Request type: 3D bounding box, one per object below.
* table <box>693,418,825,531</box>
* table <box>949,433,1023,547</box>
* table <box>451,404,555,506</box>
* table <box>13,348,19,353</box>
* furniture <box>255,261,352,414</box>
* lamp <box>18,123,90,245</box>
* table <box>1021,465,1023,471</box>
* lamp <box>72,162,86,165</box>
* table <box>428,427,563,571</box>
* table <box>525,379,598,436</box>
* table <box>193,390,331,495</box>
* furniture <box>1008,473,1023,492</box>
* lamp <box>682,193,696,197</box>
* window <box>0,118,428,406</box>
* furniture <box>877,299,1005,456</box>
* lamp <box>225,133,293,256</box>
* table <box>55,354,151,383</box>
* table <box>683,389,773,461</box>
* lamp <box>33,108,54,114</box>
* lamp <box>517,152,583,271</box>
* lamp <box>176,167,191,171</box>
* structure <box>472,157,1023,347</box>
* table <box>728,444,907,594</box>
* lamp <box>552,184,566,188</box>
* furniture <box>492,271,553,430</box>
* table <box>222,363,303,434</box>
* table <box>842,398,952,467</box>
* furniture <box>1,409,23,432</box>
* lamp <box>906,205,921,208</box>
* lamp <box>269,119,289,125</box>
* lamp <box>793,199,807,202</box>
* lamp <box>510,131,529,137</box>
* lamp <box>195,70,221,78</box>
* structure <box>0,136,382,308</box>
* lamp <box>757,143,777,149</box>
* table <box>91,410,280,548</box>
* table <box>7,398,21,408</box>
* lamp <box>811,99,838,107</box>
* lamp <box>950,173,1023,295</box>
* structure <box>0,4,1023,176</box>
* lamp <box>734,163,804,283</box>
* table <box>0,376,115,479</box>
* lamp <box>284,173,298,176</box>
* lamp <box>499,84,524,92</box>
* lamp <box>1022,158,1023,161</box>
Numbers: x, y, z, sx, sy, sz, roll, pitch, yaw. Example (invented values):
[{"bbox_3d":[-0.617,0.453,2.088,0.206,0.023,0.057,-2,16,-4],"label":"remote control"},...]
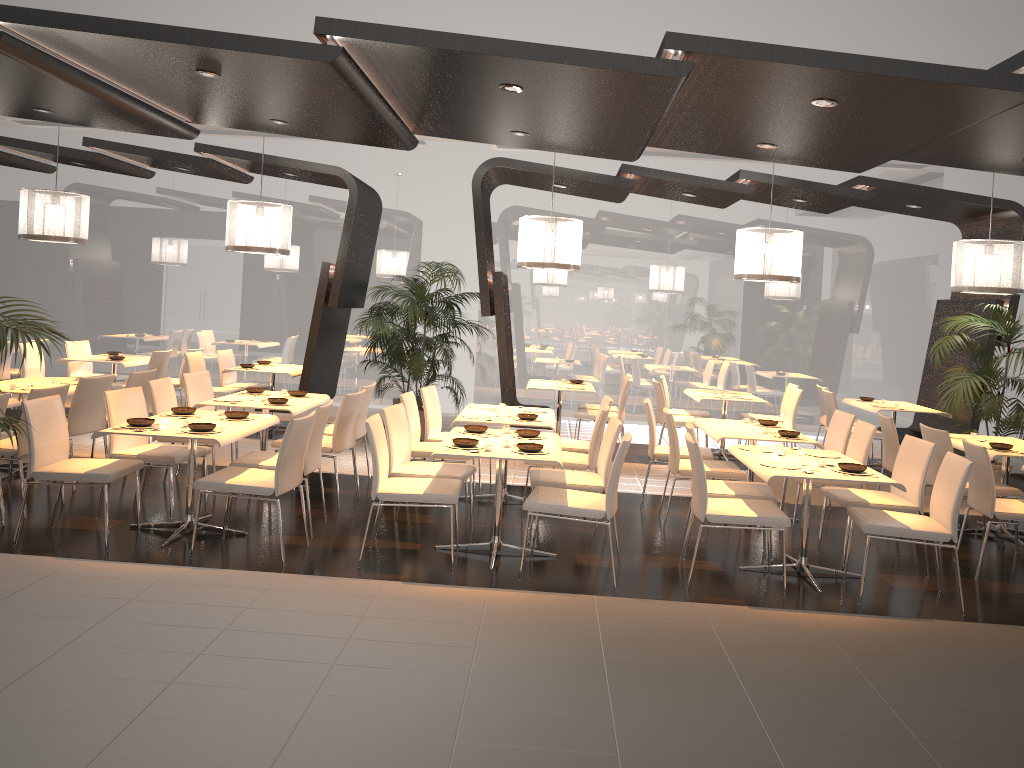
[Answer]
[{"bbox_3d":[2.066,0.737,7.162,1.053,0.724,1.151,3,4,2],"label":"table"},{"bbox_3d":[3.933,0.852,7.065,0.800,0.724,1.151,3,4,2],"label":"table"},{"bbox_3d":[-0.058,0.607,7.251,0.800,0.724,1.151,3,4,2],"label":"table"},{"bbox_3d":[-6.598,-0.063,10.551,0.800,0.724,1.151,3,4,2],"label":"table"},{"bbox_3d":[-2.358,-0.576,10.331,0.757,1.673,1.405,3,3,2],"label":"furniture"},{"bbox_3d":[-4.578,-2.398,8.919,0.626,1.928,0.628,3,1,-12],"label":"lamp"},{"bbox_3d":[3.902,0.984,5.573,0.800,0.724,1.151,3,4,2],"label":"table"},{"bbox_3d":[-5.113,-2.617,10.443,0.161,0.056,0.162,3,5,-3],"label":"lamp"},{"bbox_3d":[-0.087,0.740,5.758,0.800,0.724,1.151,3,4,2],"label":"table"},{"bbox_3d":[0.545,0.373,10.238,0.800,0.724,1.151,3,4,2],"label":"table"},{"bbox_3d":[-2.063,0.483,7.357,0.800,0.724,1.151,3,4,2],"label":"table"},{"bbox_3d":[4.666,0.190,6.280,0.757,1.671,2.910,3,4,2],"label":"furniture"},{"bbox_3d":[2.030,-2.182,10.130,0.161,0.056,0.162,3,5,-3],"label":"lamp"},{"bbox_3d":[-4.456,-1.783,12.684,6.579,3.976,0.070,3,1,3],"label":"window"},{"bbox_3d":[4.786,-0.140,10.018,0.757,1.673,1.405,3,3,2],"label":"furniture"},{"bbox_3d":[-2.486,-2.270,8.828,0.626,1.928,0.628,3,1,-26],"label":"lamp"},{"bbox_3d":[-4.714,0.053,10.457,0.800,0.724,1.151,3,4,2],"label":"table"},{"bbox_3d":[2.429,0.489,10.145,0.800,0.724,1.151,3,4,2],"label":"table"},{"bbox_3d":[-3.926,-2.305,7.410,0.160,0.050,0.161,3,5,-3],"label":"lamp"},{"bbox_3d":[0.413,-2.093,8.701,0.628,1.928,0.626,4,1,30],"label":"lamp"},{"bbox_3d":[-3.861,-2.541,10.388,0.161,0.056,0.162,3,5,-3],"label":"lamp"},{"bbox_3d":[2.523,-1.479,10.106,5.933,1.726,1.405,3,2,2],"label":"structure"},{"bbox_3d":[1.882,0.860,5.672,0.800,0.724,1.151,3,4,2],"label":"table"},{"bbox_3d":[0.546,-2.299,10.195,0.160,0.054,0.161,4,5,8],"label":"lamp"},{"bbox_3d":[0.144,-0.423,10.221,0.757,1.673,1.405,3,3,2],"label":"furniture"},{"bbox_3d":[-2.817,0.169,10.367,0.800,0.724,1.151,3,4,2],"label":"table"},{"bbox_3d":[4.326,0.605,10.055,0.800,0.724,1.151,3,4,2],"label":"table"},{"bbox_3d":[-4.690,-0.381,6.690,0.757,1.671,2.910,3,4,2],"label":"furniture"},{"bbox_3d":[4.555,-2.028,10.020,0.161,0.056,0.162,3,5,-3],"label":"lamp"},{"bbox_3d":[-1.931,-2.183,7.323,0.160,0.050,0.161,3,5,-3],"label":"lamp"},{"bbox_3d":[3.283,-2.105,10.075,0.161,0.056,0.162,3,5,-3],"label":"lamp"},{"bbox_3d":[0.063,-2.062,7.235,0.160,0.050,0.161,3,5,-3],"label":"lamp"},{"bbox_3d":[-1.998,-2.051,5.814,0.160,0.050,0.161,4,5,8],"label":"lamp"},{"bbox_3d":[-4.620,-1.915,10.419,5.933,1.726,1.405,3,2,2],"label":"structure"},{"bbox_3d":[2.062,-1.940,7.148,0.161,0.050,0.162,4,5,8],"label":"lamp"},{"bbox_3d":[-2.122,0.616,5.852,0.800,0.724,1.151,3,4,2],"label":"table"},{"bbox_3d":[-4.031,0.160,5.944,0.793,0.051,1.151,3,5,2],"label":"table"},{"bbox_3d":[1.995,-1.808,5.639,0.161,0.050,0.162,4,5,8],"label":"lamp"},{"bbox_3d":[4.630,-1.836,8.516,0.628,1.928,0.626,4,1,34],"label":"lamp"},{"bbox_3d":[0.046,-1.298,6.472,10.662,1.734,2.910,3,4,2],"label":"structure"},{"bbox_3d":[2.538,-1.964,8.608,0.628,1.928,0.626,4,1,30],"label":"lamp"},{"bbox_3d":[-4.024,0.365,7.435,0.800,0.724,1.151,3,4,2],"label":"table"},{"bbox_3d":[-2.588,-2.463,10.332,0.161,0.056,0.162,3,5,-3],"label":"lamp"},{"bbox_3d":[-0.004,-1.930,5.727,0.161,0.050,0.162,4,5,8],"label":"lamp"},{"bbox_3d":[4.167,-1.803,7.056,0.161,0.050,0.162,4,5,8],"label":"lamp"}]
